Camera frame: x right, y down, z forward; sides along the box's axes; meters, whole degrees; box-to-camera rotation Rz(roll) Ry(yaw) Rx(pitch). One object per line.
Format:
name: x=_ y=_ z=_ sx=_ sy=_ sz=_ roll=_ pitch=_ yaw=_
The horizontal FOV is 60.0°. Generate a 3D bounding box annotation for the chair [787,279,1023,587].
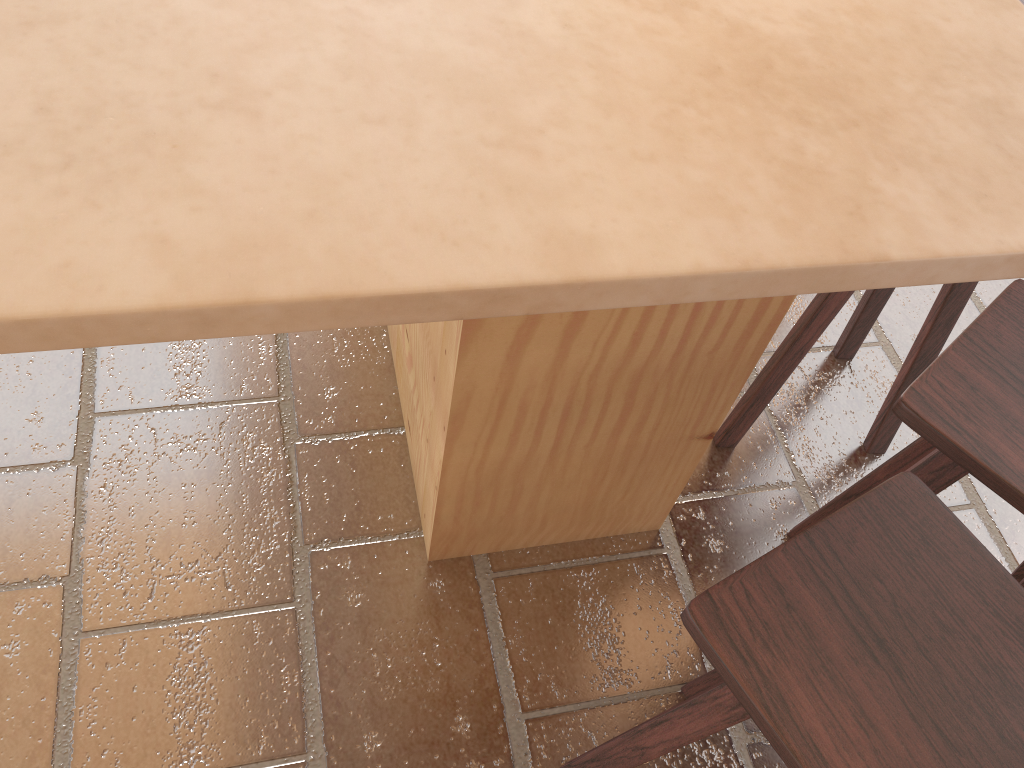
chair: x=0.808 y=0.190 z=1.393 sx=0.406 sy=1.319 sz=0.504 roll=-35 pitch=66 yaw=-30

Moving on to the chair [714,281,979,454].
chair: x=0.838 y=-0.357 z=1.805 sx=0.504 sy=1.319 sz=0.406 roll=3 pitch=53 yaw=-8

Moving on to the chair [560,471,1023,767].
chair: x=0.454 y=0.465 z=1.126 sx=0.406 sy=1.319 sz=0.504 roll=-23 pitch=61 yaw=-24

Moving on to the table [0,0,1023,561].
table: x=-0.280 y=-1.010 z=2.136 sx=1.196 sy=1.257 sz=3.220 roll=-5 pitch=55 yaw=-14
